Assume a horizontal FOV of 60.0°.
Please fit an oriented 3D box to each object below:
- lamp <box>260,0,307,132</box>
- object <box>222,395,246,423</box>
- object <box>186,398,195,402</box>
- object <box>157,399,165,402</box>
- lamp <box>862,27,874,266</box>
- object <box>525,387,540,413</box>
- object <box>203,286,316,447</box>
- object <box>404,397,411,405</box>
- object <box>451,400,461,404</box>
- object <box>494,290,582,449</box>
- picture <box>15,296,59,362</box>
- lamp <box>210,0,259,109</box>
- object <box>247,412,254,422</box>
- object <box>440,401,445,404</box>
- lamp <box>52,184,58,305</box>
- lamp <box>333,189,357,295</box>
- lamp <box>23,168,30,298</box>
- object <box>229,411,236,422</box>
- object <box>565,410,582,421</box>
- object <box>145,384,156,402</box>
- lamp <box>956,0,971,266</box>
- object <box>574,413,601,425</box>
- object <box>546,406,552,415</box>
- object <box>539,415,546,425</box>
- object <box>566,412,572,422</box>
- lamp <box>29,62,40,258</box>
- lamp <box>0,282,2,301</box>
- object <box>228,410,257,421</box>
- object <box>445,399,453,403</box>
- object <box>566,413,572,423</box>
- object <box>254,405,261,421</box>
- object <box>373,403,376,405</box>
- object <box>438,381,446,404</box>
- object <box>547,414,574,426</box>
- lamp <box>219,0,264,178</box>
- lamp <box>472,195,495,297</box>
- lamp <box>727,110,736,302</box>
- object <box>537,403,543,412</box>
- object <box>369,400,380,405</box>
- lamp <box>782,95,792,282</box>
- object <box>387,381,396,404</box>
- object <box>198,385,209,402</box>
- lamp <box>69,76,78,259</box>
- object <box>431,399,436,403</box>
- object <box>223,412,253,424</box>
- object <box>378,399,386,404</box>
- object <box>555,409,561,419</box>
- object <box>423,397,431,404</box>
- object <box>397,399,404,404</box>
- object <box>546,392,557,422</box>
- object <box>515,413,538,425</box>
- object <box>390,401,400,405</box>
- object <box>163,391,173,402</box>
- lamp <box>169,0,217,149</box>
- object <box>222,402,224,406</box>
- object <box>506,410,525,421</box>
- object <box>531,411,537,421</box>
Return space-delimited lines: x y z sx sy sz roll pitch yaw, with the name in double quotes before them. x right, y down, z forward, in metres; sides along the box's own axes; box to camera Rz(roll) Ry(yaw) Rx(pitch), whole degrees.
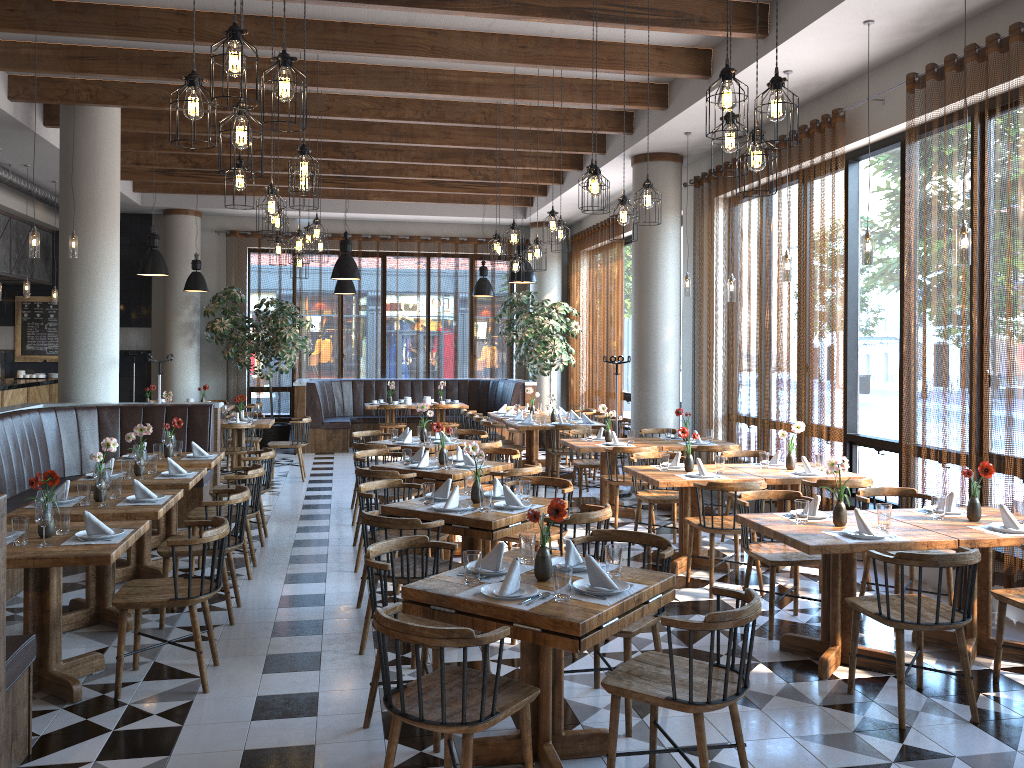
"lamp" -0.913 -2.070 3.571 0.175 2.071 0.175 0 0 22
"object" -3.577 0.312 11.407 0.295 0.355 0.166 0 0 -5
"object" -5.168 0.295 14.247 0.130 0.128 0.130 1 1 33
"object" -5.554 0.302 14.031 0.130 0.128 0.130 1 1 33
"lamp" 2.528 -1.822 6.283 0.078 1.964 0.078 0 0 -21
"object" 0.297 0.248 12.971 0.206 0.400 0.146 0 0 -12
"object" -4.367 -0.304 15.212 1.753 2.781 1.481 0 1 -30
"object" -1.767 0.285 15.003 0.130 0.128 0.130 1 1 33
"object" -0.961 0.312 15.220 0.175 0.067 0.176 0 2 -21
"object" 0.325 -0.287 15.521 1.754 2.781 1.480 1 1 37
"picture" -8.101 -0.951 15.396 0.980 1.142 0.020 0 0 -11
"lamp" -1.067 -2.122 3.431 0.175 2.071 0.175 0 0 33
"object" -3.367 0.425 11.405 0.080 0.132 0.080 1 1 19
"object" -1.174 0.323 14.925 0.176 0.067 0.176 -1 2 -28
"lamp" -6.527 -2.115 12.663 0.078 1.964 0.078 0 0 -3
"lamp" -2.720 -2.400 14.440 0.390 1.865 0.390 0 0 -8
"lamp" -6.308 -2.100 11.527 0.078 1.964 0.078 0 0 24
"object" -3.621 0.420 11.484 0.080 0.132 0.080 1 1 24
"object" 0.868 0.420 12.088 0.272 0.137 0.352 0 2 -11
"object" -5.743 0.186 14.066 0.171 0.355 0.156 0 0 -25
"lamp" 2.715 -1.695 5.313 0.078 1.964 0.078 0 0 -25
"object" 0.976 0.445 11.525 0.272 0.137 0.352 0 2 -11
"object" 0.537 0.388 12.858 0.080 0.132 0.080 0 1 -26
"object" 0.386 0.456 11.232 0.080 0.132 0.080 0 1 -26
"object" 0.748 0.437 11.728 0.080 0.132 0.080 0 1 -26
"lamp" -4.033 -2.048 7.494 0.078 1.964 0.078 0 0 29
"lamp" -6.121 -1.973 10.556 0.078 1.964 0.078 0 0 -25
"object" -3.557 0.408 11.702 0.352 0.137 0.272 0 2 -11
"object" -1.110 0.302 15.445 0.175 0.067 0.176 0 2 3
"object" 0.746 0.445 11.538 0.080 0.132 0.080 0 1 -26
"object" -3.316 0.378 11.537 0.081 0.215 0.081 1 0 43
"object" -2.302 0.339 14.873 0.053 0.025 0.049 0 2 -22
"object" -1.194 0.146 15.173 0.146 0.400 0.206 0 0 -6
"object" 0.621 0.451 11.322 0.352 0.137 0.272 0 2 -11
"lamp" -1.111 -1.901 3.659 0.175 2.071 0.175 0 0 33
"lamp" -0.477 -2.403 14.872 0.390 1.865 0.390 0 0 2
"lamp" 2.105 -1.770 8.472 0.078 1.964 0.078 0 0 29
"object" 0.424 0.363 13.446 0.080 0.132 0.080 0 1 -26
"object" -2.323 0.313 14.970 0.175 0.067 0.176 0 2 -19
"lamp" 2.309 -1.838 7.419 0.078 1.964 0.078 0 0 -3
"object" -2.045 0.146 15.051 0.146 0.400 0.206 0 1 -44
"object" -4.933 0.186 14.188 0.171 0.355 0.156 1 0 37
"lamp" -4.243 -2.201 8.583 0.078 1.964 0.078 0 0 -35
"object" -1.400 0.299 15.441 0.176 0.067 0.176 2 3 34
"object" -3.466 0.431 11.185 0.352 0.137 0.272 0 2 -11
"object" -2.257 0.301 15.256 0.176 0.067 0.176 2 3 34
"object" 0.632 0.417 12.194 0.080 0.132 0.080 0 1 -26
"object" -1.450 0.281 15.143 0.130 0.128 0.130 1 1 33
"object" -1.902 0.303 15.292 0.175 0.067 0.176 0 2 -1
"object" 0.523 0.302 11.715 0.146 0.400 0.206 0 0 -6
"object" 0.186 0.445 11.397 0.272 0.137 0.352 0 2 -11
"object" -1.954 0.323 14.799 0.176 0.067 0.176 1 2 25
"object" -4.381 0.290 11.279 0.206 0.400 0.146 1 0 38
"lamp" -1.327 -2.035 3.707 0.175 2.071 0.175 0 0 -1
"object" -4.673 0.330 14.228 0.176 0.067 0.176 -1 2 -25
"object" 0.077 0.421 11.960 0.272 0.137 0.352 0 2 -11
"object" 0.296 0.429 11.859 0.080 0.132 0.080 0 1 -26
